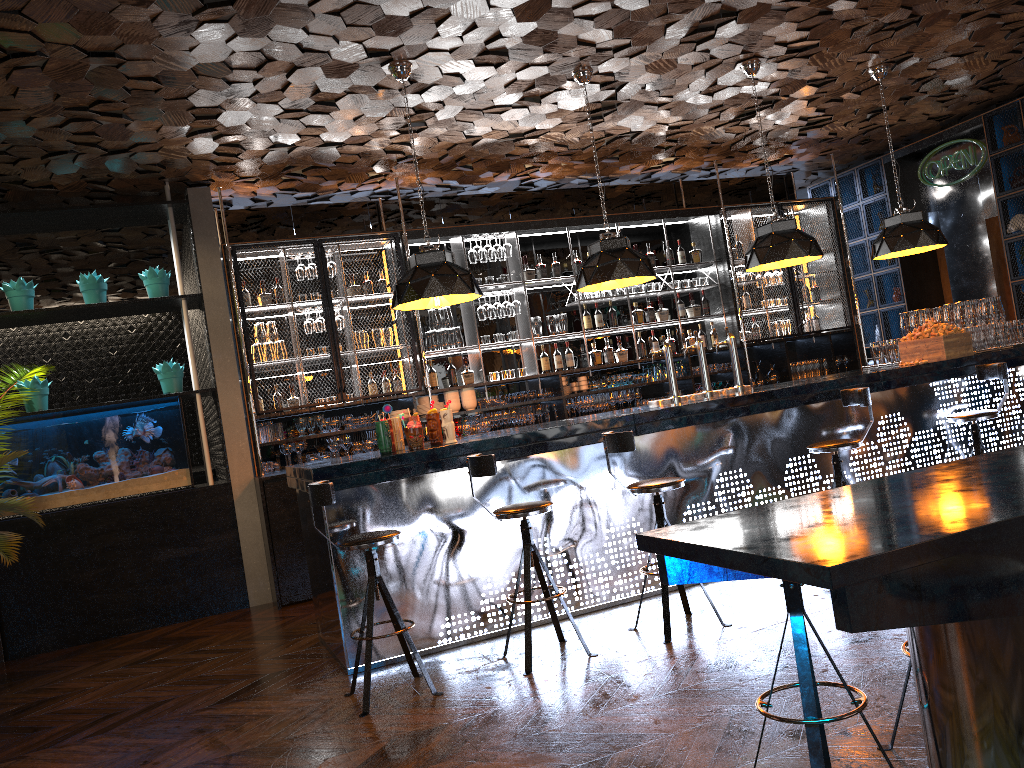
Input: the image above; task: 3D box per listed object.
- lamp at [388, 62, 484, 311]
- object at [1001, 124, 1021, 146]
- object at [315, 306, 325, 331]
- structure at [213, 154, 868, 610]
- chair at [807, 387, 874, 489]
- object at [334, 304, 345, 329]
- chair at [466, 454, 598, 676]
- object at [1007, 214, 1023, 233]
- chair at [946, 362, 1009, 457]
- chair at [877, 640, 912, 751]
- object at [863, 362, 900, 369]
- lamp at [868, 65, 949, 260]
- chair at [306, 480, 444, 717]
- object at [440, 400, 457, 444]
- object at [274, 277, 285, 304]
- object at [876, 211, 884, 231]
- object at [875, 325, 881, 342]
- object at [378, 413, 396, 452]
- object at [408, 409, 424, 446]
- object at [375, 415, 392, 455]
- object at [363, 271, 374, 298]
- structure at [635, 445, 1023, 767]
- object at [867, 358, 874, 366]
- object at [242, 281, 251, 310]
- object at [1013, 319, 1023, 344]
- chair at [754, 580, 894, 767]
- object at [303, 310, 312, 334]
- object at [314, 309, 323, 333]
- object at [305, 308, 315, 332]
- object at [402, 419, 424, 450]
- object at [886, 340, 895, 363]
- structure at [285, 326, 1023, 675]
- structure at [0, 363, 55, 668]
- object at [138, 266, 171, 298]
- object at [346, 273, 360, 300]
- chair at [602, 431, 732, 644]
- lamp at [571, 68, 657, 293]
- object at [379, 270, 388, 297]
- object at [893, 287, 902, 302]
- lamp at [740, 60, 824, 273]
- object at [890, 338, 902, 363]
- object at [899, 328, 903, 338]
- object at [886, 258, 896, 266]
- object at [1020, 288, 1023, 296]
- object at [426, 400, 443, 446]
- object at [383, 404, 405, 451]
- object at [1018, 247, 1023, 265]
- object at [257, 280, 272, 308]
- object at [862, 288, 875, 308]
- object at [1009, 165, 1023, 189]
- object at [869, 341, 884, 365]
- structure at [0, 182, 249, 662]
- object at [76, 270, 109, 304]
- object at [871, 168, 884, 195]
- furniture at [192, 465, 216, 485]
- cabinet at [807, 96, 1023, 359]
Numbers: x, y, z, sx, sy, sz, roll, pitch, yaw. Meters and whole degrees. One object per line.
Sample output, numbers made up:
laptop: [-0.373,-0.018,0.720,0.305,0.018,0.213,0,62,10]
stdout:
lamp: [-0.602,-1.281,5.784,0.582,1.606,0.607,-8,-1,-21]
object: [5.064,-2.491,8.895,0.253,0.249,0.126,-10,-1,39]
object: [-1.744,-0.594,8.061,0.081,0.213,0.081,-9,-1,-16]
structure: [0.759,-0.368,8.890,6.750,3.553,1.143,-8,-1,-21]
chair: [2.042,0.601,5.440,0.476,1.108,0.419,-9,-1,-6]
object: [-1.581,-0.618,8.126,0.081,0.213,0.081,-9,-1,-16]
chair: [0.069,0.896,4.679,0.476,1.108,0.419,-8,-1,-21]
object: [5.184,-1.617,8.890,0.403,0.221,0.192,-10,-1,38]
chair: [3.146,0.437,5.929,0.476,1.108,0.419,-9,-1,-6]
chair: [1.450,0.794,2.934,0.419,0.813,0.419,-8,-1,-26]
object: [3.162,-0.169,7.363,0.273,0.019,0.437,-8,-1,-21]
lamp: [3.202,-1.872,7.429,0.582,1.564,0.607,-8,-1,-21]
chair: [-0.709,1.013,4.440,0.476,1.108,0.419,-8,-1,-21]
object: [-0.391,0.230,5.398,0.081,0.264,0.099,-9,-1,-1]
object: [-2.110,-0.835,8.028,0.075,0.261,0.075,-9,-1,27]
object: [4.460,-1.944,10.544,0.097,0.290,0.290,-8,-1,-23]
object: [4.581,-0.618,10.974,0.126,0.249,0.253,-10,-2,44]
object: [-0.762,0.297,5.393,0.078,0.246,0.084,-8,-1,-23]
object: [-0.605,0.272,5.572,0.080,0.254,0.091,-9,-1,-19]
object: [-0.761,0.298,5.239,0.086,0.237,0.084,-9,-1,-2]
object: [-1.356,-0.934,8.323,0.073,0.246,0.072,-8,-1,-36]
structure: [2.768,0.487,2.701,4.941,0.998,0.673,-8,-1,-21]
object: [4.517,-0.268,10.888,0.123,0.132,0.396,-8,-1,-21]
object: [-2.387,-0.793,7.945,0.075,0.260,0.075,-9,-1,27]
object: [4.121,-0.419,7.170,0.105,0.209,0.105,-10,-2,44]
chair: [0.885,0.878,2.664,0.419,0.813,0.419,-8,-1,-26]
object: [-1.884,-0.570,8.160,0.081,0.213,0.081,-9,-1,-16]
object: [-1.795,-0.583,8.195,0.081,0.213,0.081,-9,-1,-16]
object: [-1.832,-0.580,8.026,0.081,0.213,0.081,-9,-1,-16]
object: [-0.589,0.296,5.303,0.110,0.191,0.131,-9,-1,-9]
object: [3.174,-0.267,7.371,0.105,0.209,0.105,-9,-1,4]
structure: [1.514,0.410,6.458,6.009,1.685,1.214,-8,-1,-21]
structure: [-4.210,0.348,5.817,1.873,3.561,4.073,-9,-1,-20]
object: [-3.043,-0.854,7.581,0.265,0.325,0.245,-8,-1,-28]
object: [-1.483,-0.913,8.274,0.108,0.244,0.108,-8,-1,-33]
chair: [0.798,0.784,4.839,0.476,1.108,0.419,-8,-1,-21]
lamp: [0.632,-1.489,6.410,0.582,1.564,0.607,-8,-1,-21]
object: [-1.222,-0.954,8.376,0.073,0.246,0.072,-9,-1,-6]
object: [4.680,-1.062,10.569,0.278,0.222,0.138,-9,-1,8]
lamp: [1.959,-1.690,6.808,0.582,1.564,0.607,-8,-1,-21]
object: [3.158,-0.267,7.248,0.105,0.209,0.105,-10,-2,44]
object: [4.697,-0.625,10.537,0.107,0.209,0.233,-9,-1,-4]
object: [4.544,-1.552,10.573,0.198,0.358,0.116,-10,-1,39]
object: [5.302,-0.823,8.888,0.175,0.351,0.369,-9,-1,-16]
object: [-0.487,0.240,5.497,0.080,0.277,0.091,-9,-1,11]
object: [-0.716,0.265,5.502,0.116,0.298,0.105,-9,-1,10]
object: [5.240,-1.261,8.894,0.167,0.356,0.255,-9,-1,-16]
object: [-2.228,-0.808,7.965,0.108,0.244,0.108,-8,-1,-33]
object: [4.497,-1.062,10.948,0.290,0.290,0.097,-9,-1,17]
object: [5.108,-2.060,8.907,0.126,0.249,0.253,-8,-1,-21]
object: [3.073,-0.249,7.460,0.105,0.209,0.105,-9,-1,4]
structure: [-4.570,0.341,6.982,4.269,3.734,0.705,-8,-1,-21]
object: [-3.489,-0.787,7.407,0.255,0.325,0.244,-9,-1,6]
object: [4.379,-2.405,10.581,0.116,0.358,0.198,-8,-1,-21]
furniture: [-8.251,2.280,9.467,9.798,1.137,3.595,-8,-1,-21]
cabinet: [5.141,-1.025,9.540,0.691,3.514,4.416,-8,-1,-21]
